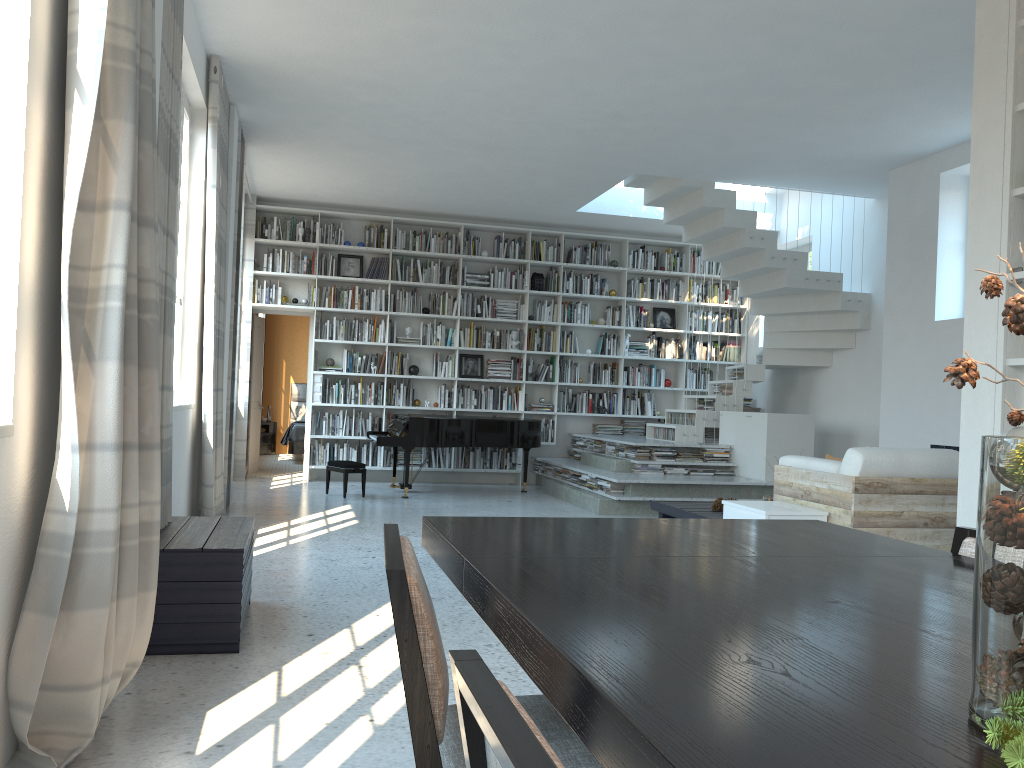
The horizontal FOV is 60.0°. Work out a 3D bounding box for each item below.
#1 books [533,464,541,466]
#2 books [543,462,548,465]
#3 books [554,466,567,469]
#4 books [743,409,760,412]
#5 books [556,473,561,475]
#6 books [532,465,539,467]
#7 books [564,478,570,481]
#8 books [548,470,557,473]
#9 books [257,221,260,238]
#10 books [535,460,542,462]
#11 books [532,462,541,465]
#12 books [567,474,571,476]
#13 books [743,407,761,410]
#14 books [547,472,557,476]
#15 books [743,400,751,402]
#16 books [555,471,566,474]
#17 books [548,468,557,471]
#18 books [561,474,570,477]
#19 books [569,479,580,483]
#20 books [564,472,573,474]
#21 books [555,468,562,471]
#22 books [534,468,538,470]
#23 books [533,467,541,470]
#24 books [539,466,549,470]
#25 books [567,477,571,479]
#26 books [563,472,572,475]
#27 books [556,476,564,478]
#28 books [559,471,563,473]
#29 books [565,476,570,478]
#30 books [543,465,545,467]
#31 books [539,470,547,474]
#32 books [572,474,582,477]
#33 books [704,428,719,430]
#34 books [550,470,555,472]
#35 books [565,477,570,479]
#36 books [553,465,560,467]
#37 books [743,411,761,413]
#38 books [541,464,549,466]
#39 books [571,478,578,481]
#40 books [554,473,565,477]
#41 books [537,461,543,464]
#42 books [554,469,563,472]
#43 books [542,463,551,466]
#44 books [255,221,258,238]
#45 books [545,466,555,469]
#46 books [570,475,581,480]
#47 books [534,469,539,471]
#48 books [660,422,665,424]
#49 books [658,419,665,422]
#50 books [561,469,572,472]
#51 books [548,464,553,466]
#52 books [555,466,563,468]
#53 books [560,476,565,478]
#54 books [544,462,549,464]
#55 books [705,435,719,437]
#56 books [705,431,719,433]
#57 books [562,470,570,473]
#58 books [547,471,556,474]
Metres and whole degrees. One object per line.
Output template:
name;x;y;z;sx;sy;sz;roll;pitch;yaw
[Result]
books;0.376;1.004;10.920;0.188;0.009;0.211;3;-1;-15
books;0.472;0.959;10.641;0.135;0.014;0.297;3;-1;-13
books;0.596;0.951;10.033;0.171;0.015;0.253;3;-1;-17
books;2.932;0.328;11.004;0.234;0.025;0.157;3;-1;-18
books;0.602;1.021;10.035;0.165;0.012;0.205;3;-1;-14
books;0.374;1.014;10.919;0.177;0.012;0.278;3;-1;-18
books;0.666;1.046;9.732;0.161;0.008;0.254;3;-1;-9
books;0.537;1.020;10.340;0.149;0.007;0.300;3;-1;-14
books;-2.921;-1.756;10.229;0.023;0.223;0.151;2;-1;-14
books;0.391;0.949;10.923;0.158;0.014;0.234;3;-1;-16
books;0.369;0.979;10.918;0.191;0.013;0.243;3;-1;-18
books;0.687;0.995;9.737;0.140;0.013;0.180;3;-1;-13
books;2.932;0.302;11.009;0.267;0.026;0.161;3;-1;-9
books;0.516;1.050;10.335;0.177;0.026;0.230;3;-1;-11
books;2.891;0.209;11.212;0.232;0.025;0.123;3;-1;-17
books;0.598;1.001;10.034;0.159;0.011;0.246;3;-1;-18
books;0.521;0.994;10.336;0.171;0.020;0.193;3;-1;-10
books;0.665;1.007;9.731;0.182;0.013;0.287;3;-1;-13
books;0.729;1.031;9.428;0.189;0.009;0.291;3;-1;-11
books;0.675;0.975;9.734;0.169;0.009;0.241;3;-1;-14
books;0.588;0.966;10.032;0.182;0.016;0.199;3;-1;-9
books;0.383;1.050;10.921;0.155;0.009;0.233;3;-1;-19
books;0.374;1.039;10.919;0.179;0.012;0.261;3;-1;-11
books;0.438;1.011;10.633;0.191;0.028;0.212;3;-1;-10
books;0.688;1.033;9.737;0.132;0.009;0.269;3;-1;-13
books;0.679;0.984;9.735;0.155;0.009;0.297;3;-1;-13
books;0.600;1.054;10.035;0.157;0.014;0.180;3;-1;-17
books;0.611;0.990;10.037;0.140;0.013;0.180;3;-1;-11
books;0.682;1.022;9.736;0.130;0.014;0.249;3;-1;-19
books;0.468;0.989;10.640;0.143;0.019;0.230;3;-1;-13
books;0.445;1.052;10.635;0.189;0.030;0.237;3;-1;-14
books;0.753;0.975;9.434;0.142;0.017;0.239;3;-1;-18
books;2.667;0.589;11.595;0.327;0.008;0.207;3;-1;-9
books;0.536;1.011;10.340;0.147;0.012;0.206;3;-1;-13
books;0.687;1.040;9.737;0.128;0.005;0.296;3;-1;-12
books;0.585;0.929;10.031;0.193;0.005;0.225;3;-1;-18
books;2.929;0.346;11.015;0.278;0.012;0.177;3;-1;-10
books;0.457;0.975;10.637;0.160;0.009;0.291;3;-1;-12
books;0.739;1.014;9.431;0.177;0.011;0.220;3;-1;-12
books;0.597;1.033;10.034;0.159;0.012;0.292;3;-1;-17
books;0.404;0.966;10.926;0.133;0.017;0.231;3;-1;-13
books;0.594;0.978;10.033;0.169;0.009;0.241;3;-1;-18
books;0.466;0.969;10.640;0.126;0.005;0.290;3;-1;-19
books;-2.946;-1.760;10.233;0.024;0.228;0.130;2;-1;-14
books;0.518;0.976;10.335;0.180;0.015;0.294;3;-1;-16
books;0.741;0.996;9.431;0.160;0.025;0.244;3;-1;-19
books;0.384;1.062;10.922;0.171;0.016;0.241;3;-1;-14
books;2.036;0.505;11.408;0.159;0.012;0.285;3;-1;-18
books;2.022;0.476;11.404;0.204;0.035;0.267;3;-1;-13
books;0.665;0.950;9.731;0.179;0.012;0.249;3;-1;-17
books;0.530;0.948;10.338;0.159;0.006;0.285;3;-1;-12
books;0.599;0.938;10.034;0.174;0.011;0.227;3;-1;-15
books;0.609;1.043;10.037;0.140;0.008;0.283;3;-1;-16
books;0.468;0.943;10.640;0.137;0.018;0.200;3;-1;-10
books;2.661;0.681;11.600;0.328;0.008;0.207;3;-1;-11
books;2.664;0.627;11.597;0.368;0.007;0.205;3;-1;-10
books;0.668;0.963;9.732;0.165;0.014;0.235;3;-1;-19
books;0.523;1.030;10.337;0.172;0.014;0.221;3;-1;-13
